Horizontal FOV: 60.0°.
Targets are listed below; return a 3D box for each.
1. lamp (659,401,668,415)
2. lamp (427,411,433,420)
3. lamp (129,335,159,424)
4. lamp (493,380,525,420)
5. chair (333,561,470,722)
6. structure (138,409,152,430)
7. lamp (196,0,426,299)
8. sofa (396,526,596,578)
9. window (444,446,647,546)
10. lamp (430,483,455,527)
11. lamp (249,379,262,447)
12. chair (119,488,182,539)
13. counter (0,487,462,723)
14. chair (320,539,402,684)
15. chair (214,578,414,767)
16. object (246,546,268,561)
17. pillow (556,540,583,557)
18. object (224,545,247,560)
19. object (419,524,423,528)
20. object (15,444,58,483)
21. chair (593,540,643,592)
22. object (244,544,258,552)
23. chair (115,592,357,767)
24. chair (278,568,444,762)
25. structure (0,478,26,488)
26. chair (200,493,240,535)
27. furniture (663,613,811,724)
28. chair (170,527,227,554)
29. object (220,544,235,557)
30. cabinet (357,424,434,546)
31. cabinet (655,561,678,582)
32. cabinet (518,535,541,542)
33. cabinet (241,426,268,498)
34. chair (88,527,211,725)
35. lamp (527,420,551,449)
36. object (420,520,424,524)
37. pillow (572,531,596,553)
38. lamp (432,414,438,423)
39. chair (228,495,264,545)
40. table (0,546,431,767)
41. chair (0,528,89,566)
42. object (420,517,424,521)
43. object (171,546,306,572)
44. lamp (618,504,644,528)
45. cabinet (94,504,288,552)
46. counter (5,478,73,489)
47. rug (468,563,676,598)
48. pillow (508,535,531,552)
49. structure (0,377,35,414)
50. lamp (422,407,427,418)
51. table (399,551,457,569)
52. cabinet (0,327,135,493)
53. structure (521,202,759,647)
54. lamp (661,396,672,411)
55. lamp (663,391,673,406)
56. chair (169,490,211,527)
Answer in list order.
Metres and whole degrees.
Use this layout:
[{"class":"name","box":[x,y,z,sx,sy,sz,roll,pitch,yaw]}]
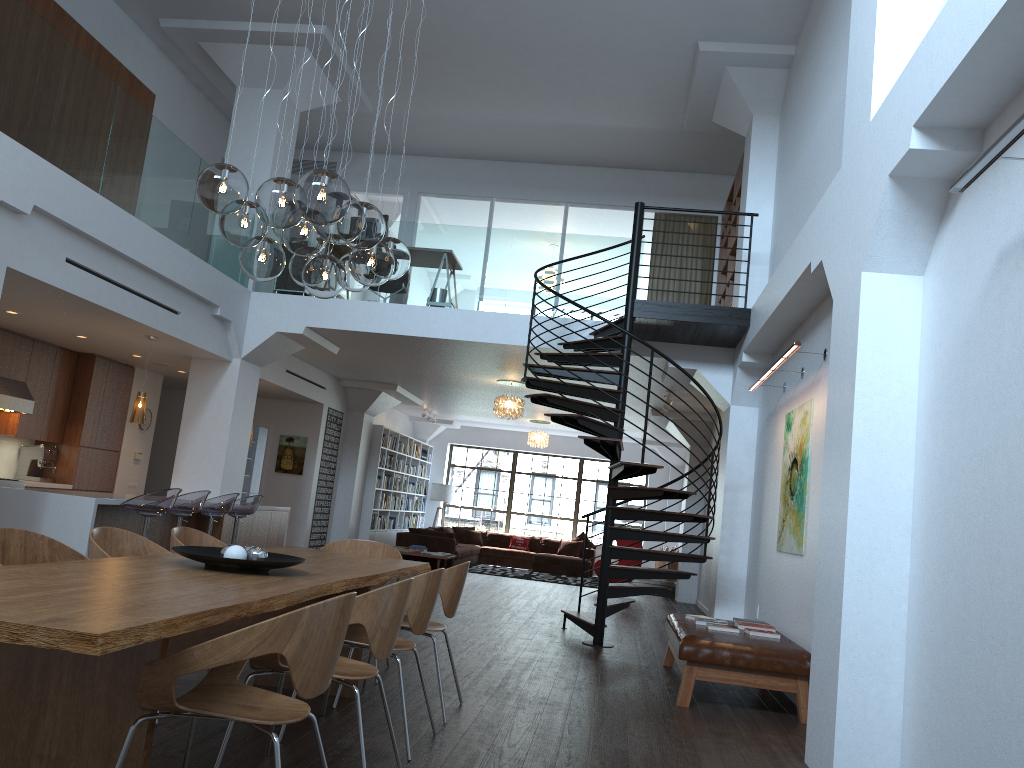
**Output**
[{"class":"lamp","box":[2.255,0.356,13.083,0.111,0.211,0.120,-1,-11,41]},{"class":"lamp","box":[-1.698,0.652,18.260,0.120,0.211,0.111,12,-10,-33]},{"class":"lamp","box":[-2.751,-0.250,10.058,2.842,1.807,0.149,14,-11,-43]},{"class":"lamp","box":[-0.036,0.244,12.898,0.442,0.539,0.441,13,-11,-40]},{"class":"chair","box":[-0.576,1.396,5.043,0.617,0.830,0.629,5,-8,7]},{"class":"structure","box":[-5.085,0.490,12.291,0.040,0.300,0.300,5,-8,7]},{"class":"lamp","box":[-0.936,-1.551,4.679,0.849,2.140,1.787,6,-8,6]},{"class":"sofa","box":[-0.135,3.331,17.560,3.481,0.664,4.197,5,-8,7]},{"class":"window","box":[0.752,2.615,20.673,4.648,1.905,0.114,5,-8,7]},{"class":"lamp","box":[-1.662,3.081,20.258,0.545,1.579,0.545,7,-8,-3]},{"class":"lamp","box":[-3.454,0.375,11.753,0.149,0.900,0.149,13,-10,-37]},{"class":"chair","box":[-3.222,1.393,7.756,0.481,1.014,0.530,5,-8,9]},{"class":"counter","box":[-3.035,1.536,8.040,3.039,0.860,8.182,10,-9,-22]},{"class":"chair","box":[-1.064,1.460,5.861,0.629,0.833,0.618,6,-8,2]},{"class":"chair","box":[-0.737,1.163,3.537,0.618,0.833,0.629,5,-8,7]},{"class":"object","box":[-1.153,0.782,4.003,0.100,0.100,0.100,13,-10,-37]},{"class":"pillow","box":[1.225,3.493,18.892,0.542,0.362,0.248,2,-9,28]},{"class":"object","box":[-1.228,0.766,3.937,0.100,0.100,0.100,13,-10,-37]},{"class":"object","box":[-2.195,3.196,19.984,0.331,0.088,0.410,5,-8,7]},{"class":"object","box":[-5.704,0.966,10.774,0.439,0.455,0.284,5,-8,7]},{"class":"chair","box":[1.781,2.981,14.815,0.801,1.006,0.798,1,-10,32]},{"class":"object","box":[-1.200,0.790,4.093,0.100,0.100,0.100,13,-10,-37]},{"class":"chair","box":[-0.839,1.042,2.773,0.618,0.833,0.629,5,-8,7]},{"class":"chair","box":[-0.670,1.279,4.290,0.618,0.833,0.629,5,-8,9]},{"class":"structure","box":[-5.835,1.455,9.554,0.662,0.919,0.811,5,-8,7]},{"class":"chair","box":[-3.089,1.587,9.004,0.481,1.014,0.530,6,-8,5]},{"class":"furniture","box":[1.647,2.080,6.699,0.907,0.453,1.819,5,-8,7]},{"class":"chair","box":[-1.745,1.288,5.202,0.618,0.833,0.629,6,-8,6]},{"class":"object","box":[-1.275,0.777,4.028,0.100,0.100,0.100,13,-10,-37]},{"class":"cabinet","box":[-2.427,2.260,18.102,0.461,2.414,4.500,5,-8,7]},{"class":"cabinet","box":[3.127,3.537,17.259,0.459,0.350,4.501,5,-8,7]},{"class":"cabinet","box":[0.551,3.774,19.960,1.520,0.625,0.350,5,-8,7]},{"class":"cabinet","box":[-5.076,1.335,15.789,0.527,2.991,2.630,5,-8,7]},{"class":"chair","box":[-1.851,1.166,4.438,0.618,0.833,0.629,5,-8,7]},{"class":"lamp","box":[0.539,1.023,17.865,0.442,0.539,0.441,13,-11,-40]},{"class":"object","box":[-2.185,3.110,19.996,0.331,0.088,0.410,5,-8,7]},{"class":"pillow","box":[1.456,3.457,19.039,0.651,0.587,0.335,8,-8,-13]},{"class":"lamp","box":[-1.639,0.732,18.769,0.120,0.211,0.111,9,-9,-18]},{"class":"chair","box":[-3.017,1.684,9.622,0.481,1.014,0.530,5,-8,9]},{"class":"table","box":[-1.286,1.204,3.965,1.012,0.750,3.803,5,-8,8]},{"class":"chair","box":[-1.938,1.049,3.688,0.618,0.833,0.629,5,-8,7]},{"class":"object","box":[-2.183,3.023,20.010,0.316,0.088,0.410,5,-8,7]},{"class":"object","box":[-1.240,0.804,4.027,0.592,0.066,0.592,12,-10,-34]},{"class":"lamp","box":[2.584,3.467,19.600,0.545,1.579,0.545,4,-9,18]},{"class":"cabinet","box":[-3.756,1.723,9.750,0.898,0.796,4.493,5,-8,7]},{"class":"counter","box":[-5.918,0.895,8.724,0.600,0.050,4.387,5,-8,7]},{"class":"rug","box":[1.108,3.703,16.839,4.200,0.007,3.100,5,-8,9]},{"class":"pillow","box":[0.166,3.445,19.144,0.465,0.308,0.220,6,-8,4]},{"class":"structure","box":[-5.789,0.462,9.705,0.529,1.110,0.811,5,-8,7]},{"class":"lamp","box":[-1.756,0.574,17.763,0.111,0.211,0.120,-1,-11,41]},{"class":"table","box":[-1.577,3.028,15.191,1.100,0.271,0.853,5,-8,7]},{"class":"cabinet","box":[-5.820,0.557,9.232,0.598,2.499,5.299,5,-8,7]},{"class":"structure","box":[1.052,0.314,8.664,1.998,4.352,1.998,11,-10,-31]},{"class":"lamp","box":[2.197,0.279,12.587,0.120,0.211,0.111,12,-10,-33]},{"class":"lamp","box":[2.138,0.199,12.078,0.120,0.211,0.111,9,-9,-18]},{"class":"chair","box":[-3.178,1.487,8.380,0.481,1.014,0.530,6,-8,5]}]
